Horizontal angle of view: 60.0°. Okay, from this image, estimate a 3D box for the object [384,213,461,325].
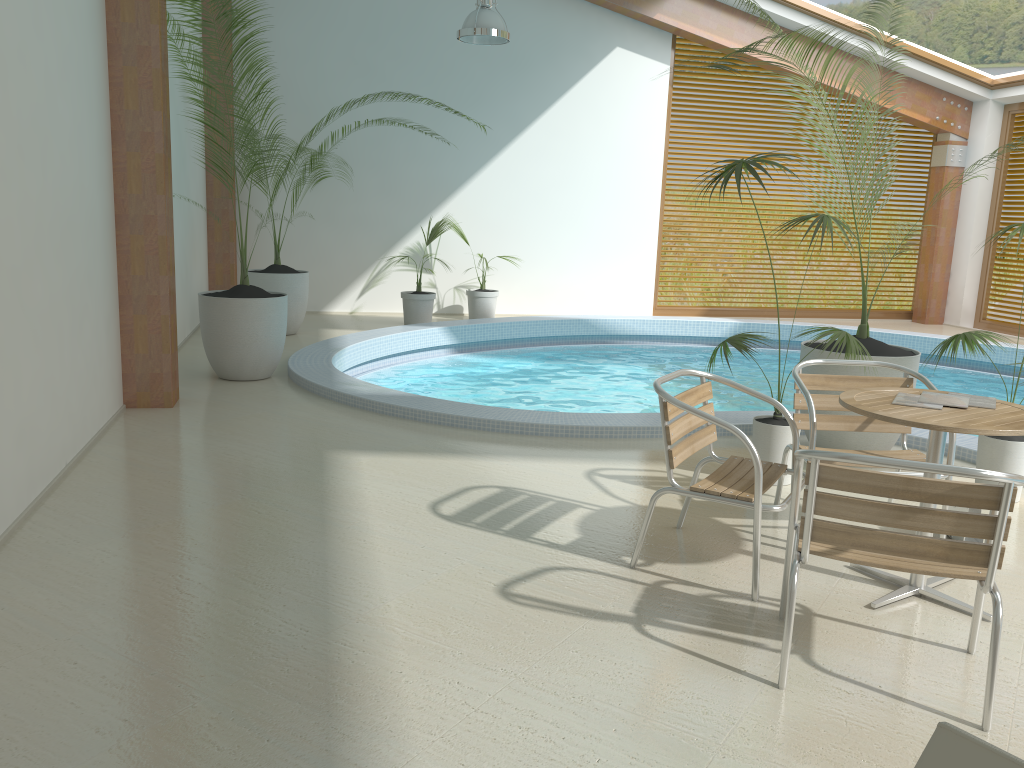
[{"bbox_3d":[-1.005,-1.343,10.307,0.822,1.310,1.067,8,12,26],"label":"object"}]

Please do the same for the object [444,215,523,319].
[{"bbox_3d":[-0.363,-1.430,10.885,1.067,1.310,0.822,2,11,-1],"label":"object"}]

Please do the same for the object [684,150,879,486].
[{"bbox_3d":[1.341,-0.313,4.520,1.059,1.695,0.791,7,12,22],"label":"object"}]

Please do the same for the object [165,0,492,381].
[{"bbox_3d":[-1.969,-1.547,6.820,2.979,2.960,2.729,12,15,42],"label":"object"}]

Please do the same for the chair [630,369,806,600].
[{"bbox_3d":[0.853,0.350,3.513,0.563,0.727,0.618,8,13,29],"label":"chair"}]

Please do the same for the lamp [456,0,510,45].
[{"bbox_3d":[-0.230,-4.195,8.157,0.506,1.958,0.505,0,11,-13],"label":"lamp"}]

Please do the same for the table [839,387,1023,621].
[{"bbox_3d":[1.540,0.435,3.277,0.700,0.720,0.700,4,11,6],"label":"table"}]

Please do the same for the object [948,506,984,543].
[{"bbox_3d":[1.974,0.588,3.876,0.081,0.223,0.272,4,11,7],"label":"object"}]

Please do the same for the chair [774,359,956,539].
[{"bbox_3d":[1.556,0.295,3.939,0.618,0.727,0.563,2,11,-1],"label":"chair"}]

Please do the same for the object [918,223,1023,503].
[{"bbox_3d":[2.631,-0.240,4.416,0.791,1.695,1.059,-3,12,-25],"label":"object"}]

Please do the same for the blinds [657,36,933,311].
[{"bbox_3d":[3.998,-2.999,12.604,4.500,4.025,0.099,0,11,-13],"label":"blinds"}]

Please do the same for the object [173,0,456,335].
[{"bbox_3d":[-2.294,-2.013,9.141,2.729,2.960,2.979,-5,13,-32],"label":"object"}]

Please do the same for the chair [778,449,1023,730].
[{"bbox_3d":[1.158,0.519,2.710,0.618,0.727,0.563,6,12,19],"label":"chair"}]

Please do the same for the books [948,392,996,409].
[{"bbox_3d":[1.726,0.062,3.334,0.166,0.004,0.241,8,12,28],"label":"books"}]

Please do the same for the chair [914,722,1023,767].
[{"bbox_3d":[1.226,0.768,1.122,1.903,0.866,0.861,-5,13,-34],"label":"chair"}]

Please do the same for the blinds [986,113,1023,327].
[{"bbox_3d":[7.205,-1.849,10.309,0.095,2.921,4.200,0,11,-13],"label":"blinds"}]

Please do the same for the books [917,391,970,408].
[{"bbox_3d":[1.612,0.058,3.308,0.166,0.004,0.241,8,12,28],"label":"books"}]

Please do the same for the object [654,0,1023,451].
[{"bbox_3d":[2.145,-0.999,4.874,2.979,2.960,2.729,3,11,4],"label":"object"}]

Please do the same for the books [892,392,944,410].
[{"bbox_3d":[1.509,0.062,3.285,0.166,0.004,0.241,8,12,28],"label":"books"}]
